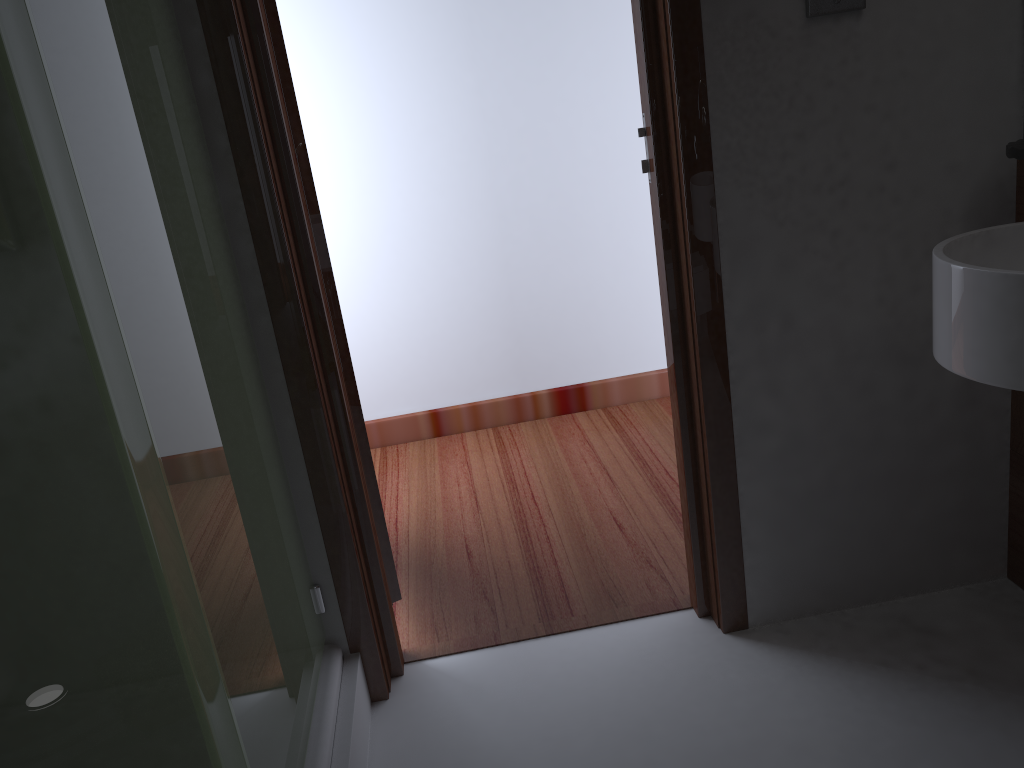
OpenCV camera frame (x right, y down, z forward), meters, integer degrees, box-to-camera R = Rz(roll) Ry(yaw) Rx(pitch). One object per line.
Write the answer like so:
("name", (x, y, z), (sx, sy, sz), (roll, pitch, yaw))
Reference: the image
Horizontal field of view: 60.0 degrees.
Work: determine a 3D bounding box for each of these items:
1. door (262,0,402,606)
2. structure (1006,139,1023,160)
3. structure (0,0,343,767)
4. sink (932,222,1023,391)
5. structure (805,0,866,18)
("door", (-0.556, -0.401, 2.065), (0.095, 1.780, 0.708), (-18, 20, -26))
("structure", (1.001, -0.425, 1.571), (0.222, 0.023, 0.220), (9, 24, 44))
("structure", (-0.940, -0.082, 1.222), (1.015, 2.079, 0.765), (-10, 17, -4))
("sink", (0.853, -0.154, 1.312), (0.417, 0.715, 0.415), (-10, 17, -4))
("structure", (0.577, -0.749, 1.583), (0.109, 0.164, 0.028), (-10, 17, -4))
